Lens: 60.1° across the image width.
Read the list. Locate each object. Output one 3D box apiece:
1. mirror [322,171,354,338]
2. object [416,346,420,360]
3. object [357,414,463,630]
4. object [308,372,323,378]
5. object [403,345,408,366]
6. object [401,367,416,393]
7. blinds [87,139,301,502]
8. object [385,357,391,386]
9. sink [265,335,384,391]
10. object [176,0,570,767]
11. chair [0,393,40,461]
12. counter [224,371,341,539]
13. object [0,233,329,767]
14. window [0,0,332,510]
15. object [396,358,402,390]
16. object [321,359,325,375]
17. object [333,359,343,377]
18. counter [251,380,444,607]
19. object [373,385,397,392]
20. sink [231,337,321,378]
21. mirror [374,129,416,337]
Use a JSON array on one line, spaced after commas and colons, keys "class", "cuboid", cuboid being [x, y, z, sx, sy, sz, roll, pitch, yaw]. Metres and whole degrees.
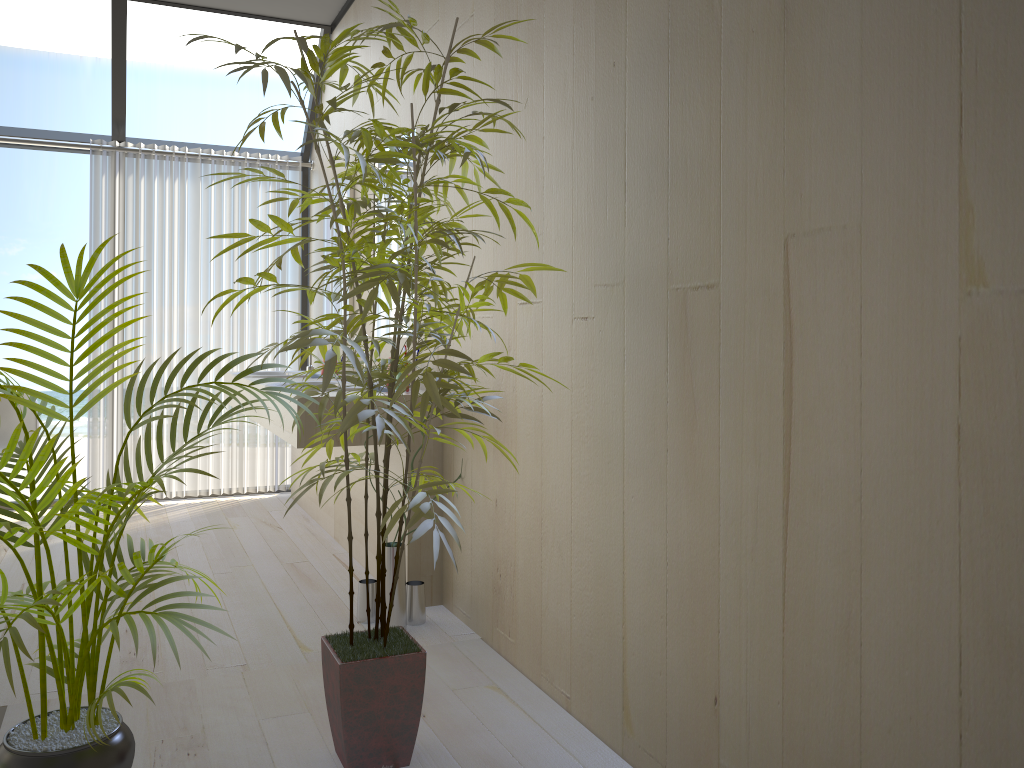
[{"class": "mirror", "cuboid": [-0.954, -0.688, 4.836, 0.023, 0.868, 0.654, 0, 1, -24]}, {"class": "object", "cuboid": [-0.375, -0.056, 3.347, 0.054, 0.175, 0.012, 0, 0, 2]}, {"class": "object", "cuboid": [-0.329, 0.458, 3.074, 0.407, 0.749, 0.274, 0, 0, -36]}, {"class": "object", "cuboid": [-0.969, -0.043, 4.434, 0.104, 0.029, 0.032, 1, 2, 17]}, {"class": "object", "cuboid": [-0.398, -0.056, 3.319, 0.012, 0.178, 0.050, 0, 0, 15]}, {"class": "object", "cuboid": [-0.391, -0.015, 3.347, 0.058, 0.100, 0.058, 0, 0, -13]}, {"class": "blinds", "cuboid": [-1.868, -0.369, 5.277, 1.182, 2.071, 0.084, 0, 0, -24]}, {"class": "object", "cuboid": [-0.470, -0.036, 3.410, 0.039, 0.135, 0.039, 0, 0, 18]}, {"class": "sink", "cuboid": [-0.759, -0.005, 3.655, 0.504, 0.419, 0.574, 0, 2, -20]}, {"class": "object", "cuboid": [-0.259, 0.002, 2.086, 0.787, 1.757, 0.935, 0, 0, 1]}, {"class": "chair", "cuboid": [-2.679, 0.232, 4.534, 0.369, 0.347, 0.454, 0, 2, 5]}, {"class": "counter", "cuboid": [-1.217, 0.347, 4.807, 0.550, 0.790, 1.206, 0, 2, -24]}, {"class": "object", "cuboid": [-0.929, 0.304, 1.745, 0.916, 1.157, 0.751, 0, 1, 10]}, {"class": "window", "cuboid": [-3.270, -0.676, 4.451, 4.560, 2.814, 0.745, -1, 0, -24]}, {"class": "object", "cuboid": [-0.446, -0.042, 3.521, 0.039, 0.135, 0.039, 0, 0, 18]}, {"class": "object", "cuboid": [-0.956, -0.096, 4.514, 0.039, 0.135, 0.039, 0, 0, 25]}, {"class": "object", "cuboid": [-0.877, -0.075, 4.451, 0.058, 0.100, 0.058, 0, 0, -17]}, {"class": "counter", "cuboid": [-0.731, 0.407, 3.703, 0.550, 0.790, 1.206, 0, 2, -24]}, {"class": "object", "cuboid": [-0.483, 0.017, 3.330, 0.104, 0.029, 0.032, 1, 2, 17]}, {"class": "sink", "cuboid": [-1.244, -0.066, 4.759, 0.504, 0.419, 0.574, 0, 2, -20]}, {"class": "mirror", "cuboid": [-0.511, -0.637, 3.898, 0.023, 0.868, 0.654, 0, 1, -24]}]
